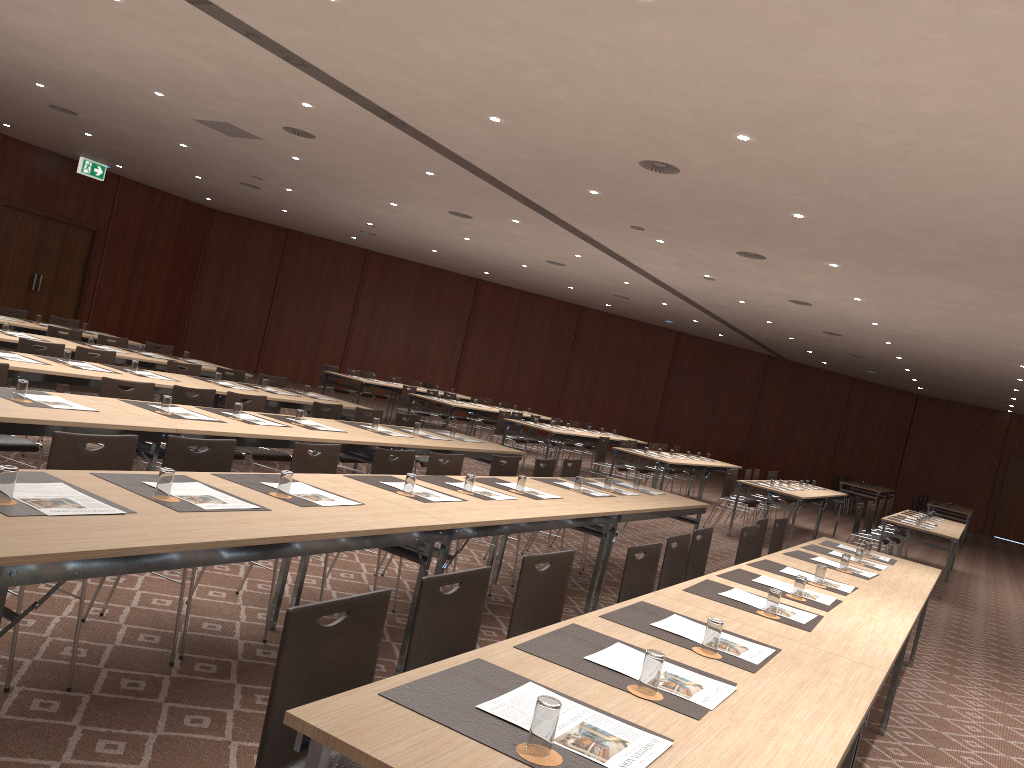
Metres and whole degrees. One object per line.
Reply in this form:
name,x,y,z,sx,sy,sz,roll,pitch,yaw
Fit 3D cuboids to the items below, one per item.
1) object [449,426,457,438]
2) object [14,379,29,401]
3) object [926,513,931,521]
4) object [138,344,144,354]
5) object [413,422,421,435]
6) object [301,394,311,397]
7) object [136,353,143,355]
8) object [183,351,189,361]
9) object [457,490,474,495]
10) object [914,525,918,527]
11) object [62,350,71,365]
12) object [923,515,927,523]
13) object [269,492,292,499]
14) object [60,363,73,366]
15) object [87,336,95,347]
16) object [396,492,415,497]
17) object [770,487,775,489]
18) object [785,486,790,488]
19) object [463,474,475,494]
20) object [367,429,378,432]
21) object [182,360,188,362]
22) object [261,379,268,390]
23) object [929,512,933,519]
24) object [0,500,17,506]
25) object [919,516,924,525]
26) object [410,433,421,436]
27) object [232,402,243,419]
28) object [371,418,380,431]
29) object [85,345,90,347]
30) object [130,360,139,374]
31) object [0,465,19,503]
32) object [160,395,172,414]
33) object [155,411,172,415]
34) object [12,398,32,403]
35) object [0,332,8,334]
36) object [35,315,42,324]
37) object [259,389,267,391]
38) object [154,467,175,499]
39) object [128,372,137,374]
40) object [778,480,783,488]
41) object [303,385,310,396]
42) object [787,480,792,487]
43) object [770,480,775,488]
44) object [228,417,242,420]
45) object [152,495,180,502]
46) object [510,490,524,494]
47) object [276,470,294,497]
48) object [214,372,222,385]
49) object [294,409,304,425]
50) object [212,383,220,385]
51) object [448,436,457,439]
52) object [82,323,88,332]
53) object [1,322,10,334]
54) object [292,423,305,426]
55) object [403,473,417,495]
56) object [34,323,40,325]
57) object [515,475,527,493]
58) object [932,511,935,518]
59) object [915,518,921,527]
object,-0.593,0.482,8.936,0.054,0.114,0.054,13,1,-5
object,-2.734,0.034,4.940,0.054,0.114,0.054,13,1,-28
object,6.582,2.096,14.003,0.054,0.114,0.054,13,1,-28
object,-4.304,-0.406,10.284,0.054,0.114,0.054,13,1,-28
object,-0.897,0.419,8.354,0.054,0.114,0.054,13,1,-28
object,-2.298,0.129,9.888,0.102,0.001,0.102,13,1,17
object,-4.326,-0.352,10.267,0.102,0.001,0.102,13,1,17
object,-3.989,-0.339,10.852,0.054,0.114,0.054,13,1,-5
object,-0.284,0.661,5.404,0.102,0.001,0.102,13,1,17
object,5.495,1.927,12.002,0.102,0.001,0.101,13,1,-28
object,-3.677,-0.219,7.321,0.054,0.114,0.054,13,1,-28
object,6.121,1.999,13.160,0.054,0.114,0.054,13,1,-5
object,-1.042,0.502,3.990,0.102,0.001,0.102,13,1,17
object,-3.683,-0.162,7.325,0.102,0.001,0.102,13,1,17
object,-4.607,-0.469,9.701,0.054,0.114,0.054,13,1,-28
object,-0.579,0.599,4.825,0.102,0.001,0.102,13,1,17
object,3.797,1.516,12.970,0.102,0.001,0.102,13,1,17
object,4.387,1.639,14.107,0.102,0.001,0.102,13,1,17
object,-0.261,0.607,5.409,0.054,0.114,0.054,13,1,-28
object,-1.224,0.409,7.786,0.102,0.001,0.102,13,1,17
object,-4.018,-0.287,10.844,0.102,0.001,0.102,13,1,17
object,-2.600,0.007,9.321,0.054,0.114,0.054,13,1,-28
object,6.878,2.158,14.574,0.054,0.114,0.054,13,1,-28
object,-1.646,0.376,2.846,0.101,0.001,0.102,14,1,40
object,5.805,1.933,12.586,0.054,0.114,0.054,13,1,-5
object,-0.907,0.476,8.343,0.102,0.001,0.102,13,1,17
object,-1.973,0.193,6.367,0.054,0.114,0.054,13,1,-28
object,-1.199,0.355,7.790,0.054,0.114,0.054,13,1,-28
object,-4.616,-0.412,9.701,0.102,0.001,0.102,13,1,17
object,-3.360,-0.152,7.887,0.054,0.114,0.054,13,1,-28
object,-1.629,0.321,2.853,0.054,0.114,0.054,13,1,-5
object,-2.262,0.133,5.796,0.054,0.114,0.054,13,1,-28
object,-2.278,0.188,5.795,0.102,0.001,0.102,13,1,17
object,-2.735,0.092,4.947,0.102,0.001,0.102,13,1,17
object,-5.076,-0.509,8.857,0.102,0.001,0.102,13,1,17
object,-6.003,-0.817,11.244,0.054,0.114,0.054,13,1,-28
object,-2.613,0.063,9.305,0.102,0.001,0.102,13,1,17
object,-1.336,0.382,3.412,0.054,0.114,0.054,13,1,-28
object,-3.374,-0.097,7.895,0.102,0.001,0.102,13,1,17
object,4.104,1.521,13.537,0.054,0.114,0.054,14,1,17
object,-2.292,0.071,9.893,0.054,0.114,0.054,13,1,-5
object,4.414,1.586,14.107,0.054,0.114,0.054,14,1,17
object,3.807,1.459,12.967,0.054,0.114,0.054,14,1,17
object,-1.985,0.249,6.363,0.102,0.001,0.102,13,1,17
object,-1.332,0.442,3.417,0.102,0.001,0.102,13,1,17
object,0.032,0.727,5.976,0.102,0.001,0.102,13,1,17
object,-1.021,0.448,3.988,0.054,0.114,0.054,13,1,-28
object,-2.901,-0.056,8.735,0.054,0.114,0.054,13,1,-28
object,-1.665,0.258,6.941,0.054,0.114,0.054,13,1,-28
object,-2.920,-0.002,8.740,0.101,0.001,0.102,14,1,40
object,-0.595,0.541,8.930,0.101,0.001,0.102,14,1,40
object,-5.694,-0.752,11.813,0.054,0.114,0.054,13,1,-5
object,-5.058,-0.563,8.856,0.054,0.114,0.054,13,1,-28
object,-1.674,0.315,6.933,0.102,0.001,0.102,13,1,17
object,-0.558,0.545,4.834,0.054,0.114,0.054,13,1,-28
object,-6.019,-0.761,11.225,0.102,0.001,0.102,13,1,17
object,0.061,0.675,5.983,0.054,0.114,0.054,13,1,-28
object,7.186,2.222,15.140,0.054,0.114,0.054,13,1,-28
object,5.501,1.869,12.006,0.054,0.114,0.054,13,1,-5
